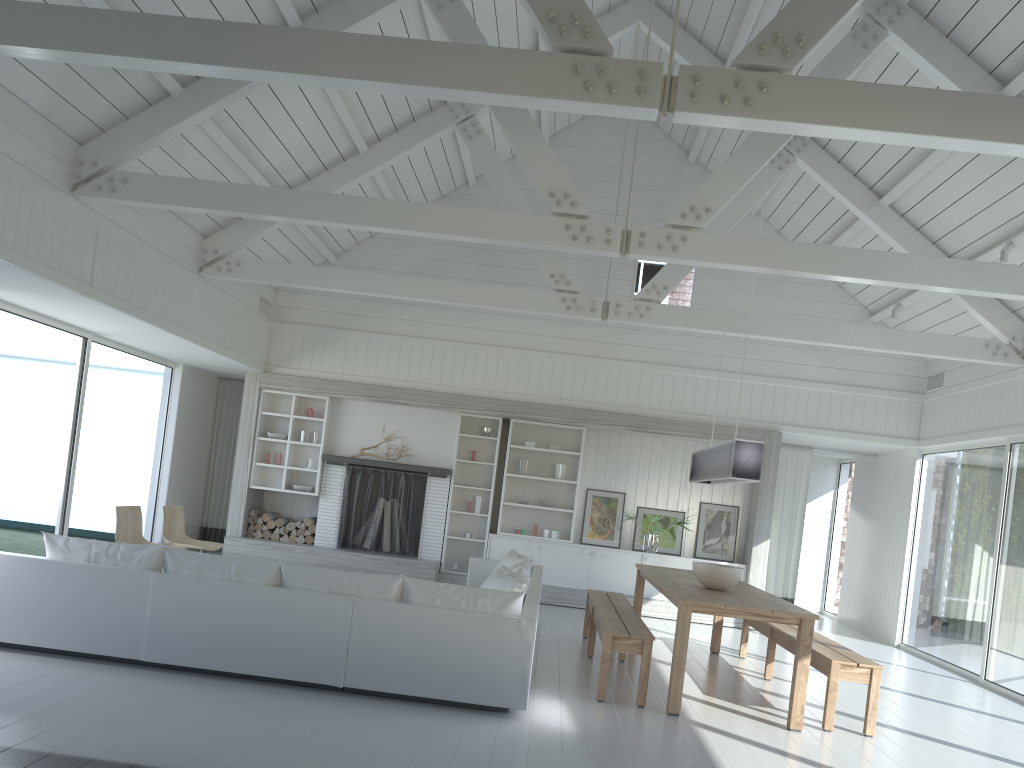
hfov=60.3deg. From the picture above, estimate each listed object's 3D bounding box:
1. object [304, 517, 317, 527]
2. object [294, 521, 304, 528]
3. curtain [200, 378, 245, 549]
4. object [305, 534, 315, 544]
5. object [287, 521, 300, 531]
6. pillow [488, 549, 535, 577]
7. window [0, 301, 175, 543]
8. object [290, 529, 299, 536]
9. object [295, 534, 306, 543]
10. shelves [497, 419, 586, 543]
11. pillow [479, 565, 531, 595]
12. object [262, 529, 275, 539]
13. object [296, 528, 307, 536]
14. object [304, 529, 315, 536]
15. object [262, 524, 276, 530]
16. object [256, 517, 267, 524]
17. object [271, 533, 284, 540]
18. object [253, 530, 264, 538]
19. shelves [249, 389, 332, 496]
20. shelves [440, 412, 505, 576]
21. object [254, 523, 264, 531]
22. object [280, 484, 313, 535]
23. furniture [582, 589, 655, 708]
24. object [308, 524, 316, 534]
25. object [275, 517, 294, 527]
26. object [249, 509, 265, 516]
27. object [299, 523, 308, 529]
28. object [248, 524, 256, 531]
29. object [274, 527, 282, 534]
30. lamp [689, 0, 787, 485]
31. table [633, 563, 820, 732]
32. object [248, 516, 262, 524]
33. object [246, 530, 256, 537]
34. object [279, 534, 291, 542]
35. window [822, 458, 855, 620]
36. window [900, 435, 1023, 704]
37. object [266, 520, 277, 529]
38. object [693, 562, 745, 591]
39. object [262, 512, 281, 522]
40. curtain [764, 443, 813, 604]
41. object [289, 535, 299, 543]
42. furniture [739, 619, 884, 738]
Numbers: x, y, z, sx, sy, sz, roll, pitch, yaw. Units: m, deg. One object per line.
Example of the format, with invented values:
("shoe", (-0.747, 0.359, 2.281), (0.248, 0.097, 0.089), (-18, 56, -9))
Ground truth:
("object", (-2.548, 1.762, 11.274), (0.110, 0.110, 0.497), (7, -7, 2))
("object", (-2.681, 1.783, 11.266), (0.086, 0.091, 0.481), (7, -7, 2))
("curtain", (-3.914, 1.111, 12.243), (0.629, 2.367, 0.116), (7, -1, 2))
("object", (-2.533, 1.980, 11.270), (0.110, 0.110, 0.497), (7, -7, 2))
("object", (-2.764, 1.815, 11.282), (0.109, 0.109, 0.497), (7, -7, 2))
("pillow", (-0.012, 1.825, 8.142), (0.462, 0.476, 2.065), (7, -7, -4))
("window", (-4.567, 0.394, 6.775), (0.080, 2.412, 8.764), (7, -6, 3))
("object", (-2.728, 1.885, 11.267), (0.080, 0.079, 0.480), (7, -7, 2))
("object", (-2.636, 1.985, 11.290), (0.134, 0.146, 0.551), (7, -6, 3))
("shelves", (0.378, 1.235, 11.191), (0.938, 1.441, 0.607), (7, -2, 3))
("pillow", (-0.125, 1.610, 6.482), (0.466, 0.476, 1.323), (7, -6, -5))
("object", (-3.071, 1.918, 11.295), (0.110, 0.110, 0.497), (7, -7, 2))
("object", (-2.641, 1.892, 11.276), (0.109, 0.109, 0.497), (7, -7, 2))
("object", (-2.549, 1.893, 11.265), (0.080, 0.079, 0.480), (7, -7, 2))
("object", (-3.088, 1.832, 11.290), (0.080, 0.079, 0.480), (7, -7, 2))
("object", (-3.158, 1.740, 11.289), (0.080, 0.079, 0.480), (7, -7, 2))
("object", (-2.959, 1.933, 11.297), (0.105, 0.114, 0.520), (7, -7, 3))
("object", (-3.175, 1.924, 11.315), (0.134, 0.146, 0.551), (7, -6, 3))
("shelves", (-2.755, 0.758, 11.212), (0.865, 1.237, 0.550), (7, -2, 3))
("shelves", (-0.491, 1.414, 11.228), (0.540, 1.997, 0.606), (7, -1, 3))
("object", (-3.180, 1.831, 11.301), (0.109, 0.109, 0.497), (7, -7, 2))
("object", (-2.751, 1.607, 11.250), (0.342, 0.642, 0.613), (7, -4, -12))
("furniture", (0.812, 2.065, 7.174), (0.340, 0.469, 2.696), (7, -7, 3))
("object", (-2.495, 1.848, 11.270), (0.109, 0.109, 0.497), (7, -7, 2))
("object", (-2.913, 1.771, 11.290), (0.109, 0.109, 0.497), (7, -7, 2))
("object", (-3.261, 1.644, 11.295), (0.080, 0.079, 0.480), (7, -7, 2))
("object", (-2.619, 1.802, 11.263), (0.080, 0.079, 0.480), (7, -7, 2))
("object", (-3.267, 1.824, 11.292), (0.080, 0.079, 0.480), (7, -7, 2))
("object", (-2.939, 1.861, 11.277), (0.080, 0.079, 0.480), (7, -7, 2))
("lamp", (1.926, -1.309, 7.132), (0.200, 4.236, 1.912), (7, -2, 3))
("table", (1.548, 2.003, 7.147), (0.905, 0.760, 2.965), (7, -6, 3))
("object", (-3.254, 1.737, 11.306), (0.109, 0.109, 0.497), (7, -7, 2))
("object", (-3.277, 1.917, 11.312), (0.108, 0.106, 0.517), (7, -7, 2))
("object", (-2.836, 1.981, 11.299), (0.134, 0.146, 0.551), (7, -6, 3))
("window", (4.954, 2.321, 13.270), (0.037, 2.424, 0.948), (7, -1, 3))
("window", (4.564, 1.300, 5.240), (0.080, 2.411, 10.991), (7, -7, 3))
("object", (-3.020, 1.794, 11.294), (0.109, 0.109, 0.497), (7, -7, 2))
("object", (1.566, 1.476, 6.730), (0.389, 0.185, 0.391), (7, -6, -6))
("object", (-3.080, 1.708, 11.299), (0.110, 0.110, 0.497), (7, -7, 2))
("curtain", (3.484, 1.971, 12.036), (1.005, 2.367, 0.117), (7, -1, 3))
("object", (-2.739, 1.978, 11.287), (0.108, 0.106, 0.517), (7, -7, 2))
("furniture", (2.299, 2.235, 7.104), (0.340, 0.469, 2.696), (7, -7, 3))
